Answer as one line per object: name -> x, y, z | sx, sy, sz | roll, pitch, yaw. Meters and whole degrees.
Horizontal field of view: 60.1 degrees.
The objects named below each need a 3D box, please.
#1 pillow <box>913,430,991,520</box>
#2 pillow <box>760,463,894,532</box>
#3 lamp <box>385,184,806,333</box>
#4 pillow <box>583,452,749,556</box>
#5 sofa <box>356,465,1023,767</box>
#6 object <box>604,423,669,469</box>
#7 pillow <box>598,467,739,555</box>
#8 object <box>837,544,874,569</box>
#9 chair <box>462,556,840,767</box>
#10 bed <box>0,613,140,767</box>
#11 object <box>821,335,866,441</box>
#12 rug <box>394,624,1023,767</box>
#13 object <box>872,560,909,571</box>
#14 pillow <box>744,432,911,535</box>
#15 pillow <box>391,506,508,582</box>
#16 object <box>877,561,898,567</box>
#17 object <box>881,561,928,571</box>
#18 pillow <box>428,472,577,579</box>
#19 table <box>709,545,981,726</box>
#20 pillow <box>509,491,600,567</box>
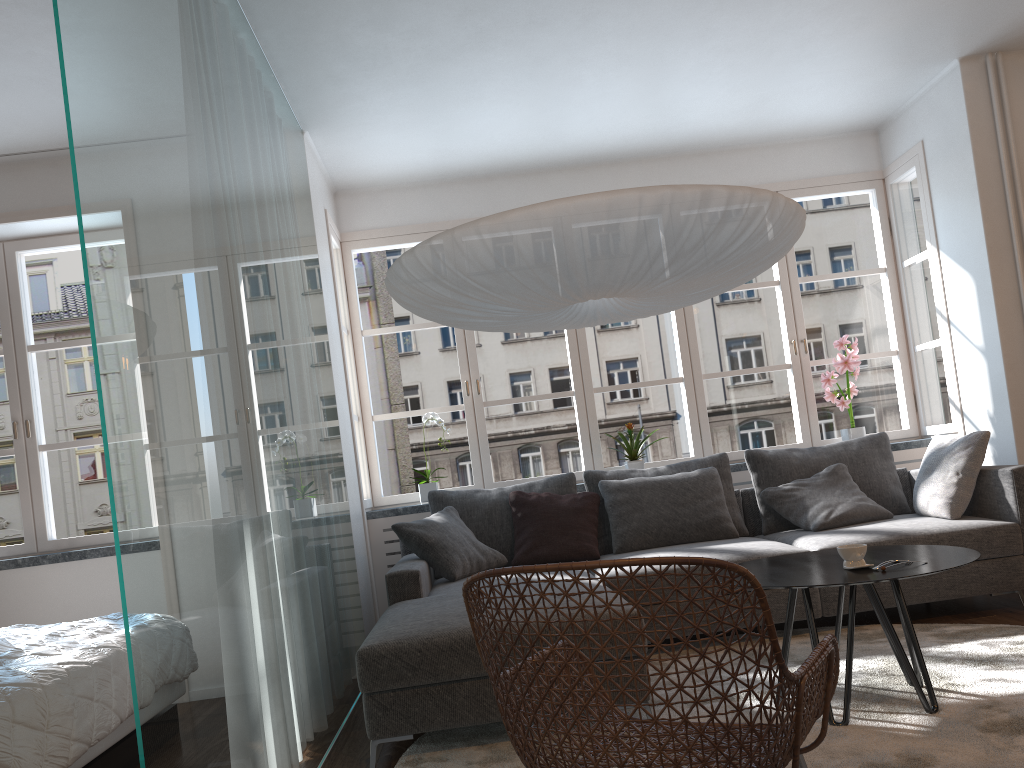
pillow -> 2.162, 0.462, 4.441 | 0.286, 0.413, 0.496 | -7, -4, -4
pillow -> 1.636, 0.592, 4.636 | 0.491, 0.320, 0.447 | -6, -5, -21
lamp -> 0.293, -0.360, 3.153 | 1.479, 0.209, 1.468 | -11, -7, 34
pillow -> 0.833, 0.658, 4.854 | 0.839, 0.473, 0.278 | -7, -3, -2
sofa -> 0.959, 0.865, 3.972 | 3.066, 0.669, 2.050 | -7, -6, -3
object -> 0.754, 0.390, 5.313 | 0.375, 0.327, 0.325 | -5, -4, -28
pillow -> 0.827, 0.669, 4.710 | 0.666, 0.396, 0.293 | -7, -3, -3
object -> 1.086, 0.550, 2.801 | 0.091, 0.069, 0.139 | -8, -5, 9
chair -> 0.332, 0.705, 2.000 | 0.722, 0.707, 0.685 | -10, -4, 30
bed -> -2.494, 1.147, 2.847 | 2.440, 0.759, 2.177 | -7, -6, -3
object -> 2.030, 0.051, 5.387 | 0.200, 0.688, 0.299 | -6, -3, -24
rug -> 1.024, 1.067, 2.835 | 2.829, 0.012, 2.859 | -5, -7, -23
object -> 1.180, 0.558, 2.741 | 0.163, 0.016, 0.025 | -4, -6, -28
pillow -> 1.739, 0.546, 4.883 | 0.836, 0.475, 0.276 | -7, -3, -2
pillow -> -0.312, 0.806, 4.491 | 0.349, 0.358, 0.514 | -10, -5, 36
object -> 1.187, 0.566, 2.799 | 0.124, 0.010, 0.026 | -3, -7, -36
object -> 1.200, 0.552, 2.704 | 0.167, 0.015, 0.015 | -6, -4, -15
pillow -> -0.029, 0.766, 4.806 | 0.836, 0.476, 0.276 | -7, -3, -2
table -> 1.119, 0.833, 2.944 | 0.847, 0.471, 0.851 | -7, -5, -1
pillow -> 0.233, 0.740, 4.660 | 0.521, 0.402, 0.312 | -7, -3, -1
